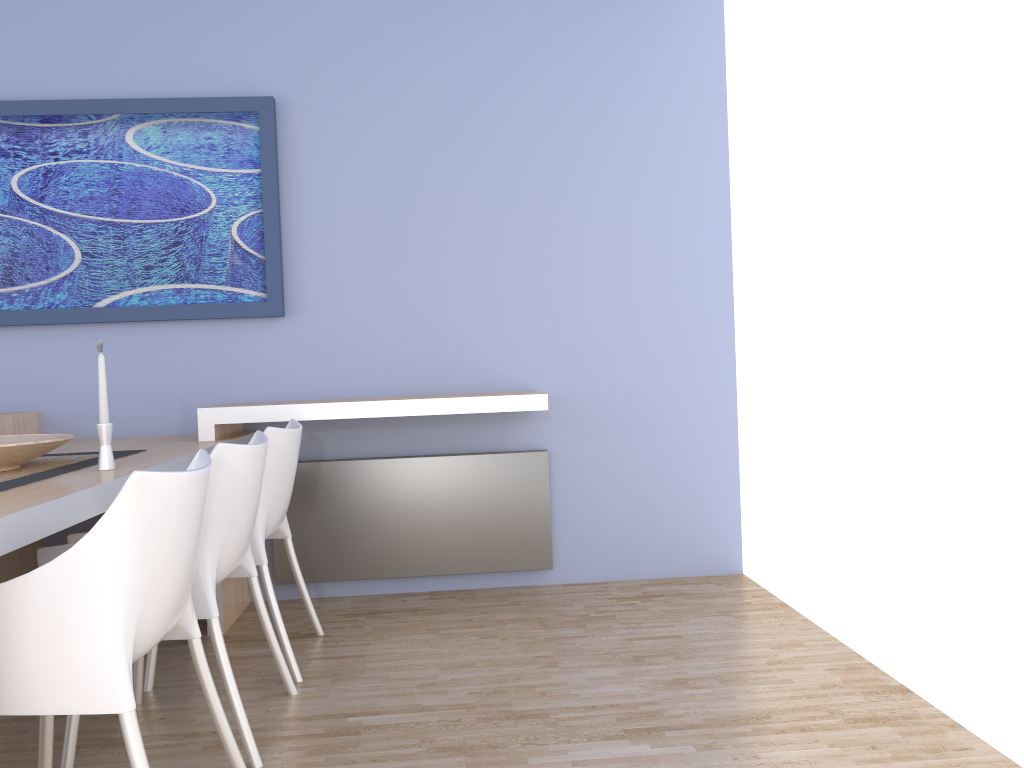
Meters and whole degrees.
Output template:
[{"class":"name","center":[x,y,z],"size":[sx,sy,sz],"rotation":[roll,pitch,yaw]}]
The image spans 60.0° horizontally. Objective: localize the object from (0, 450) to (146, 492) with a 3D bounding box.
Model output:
[{"class":"object","center":[-1.464,0.240,2.421],"size":[0.594,0.005,0.986],"rotation":[-2,1,-5]}]

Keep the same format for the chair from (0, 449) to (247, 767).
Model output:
[{"class":"chair","center":[-0.837,0.553,1.791],"size":[0.486,0.793,0.510],"rotation":[-2,1,-4]}]

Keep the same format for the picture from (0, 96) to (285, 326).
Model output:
[{"class":"picture","center":[-1.589,-0.706,3.626],"size":[1.252,0.901,0.049],"rotation":[-2,1,-4]}]

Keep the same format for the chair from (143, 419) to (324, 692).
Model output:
[{"class":"chair","center":[-0.924,0.531,2.970],"size":[0.486,0.793,0.510],"rotation":[-2,1,-4]}]

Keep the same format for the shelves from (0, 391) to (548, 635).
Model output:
[{"class":"shelves","center":[-1.809,0.531,3.451],"size":[3.901,0.840,0.463],"rotation":[-2,1,-4]}]

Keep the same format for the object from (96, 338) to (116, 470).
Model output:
[{"class":"object","center":[-1.085,0.053,2.356],"size":[0.045,0.349,0.045],"rotation":[-2,1,-4]}]

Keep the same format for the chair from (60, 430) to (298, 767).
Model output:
[{"class":"chair","center":[-0.881,0.542,2.384],"size":[0.486,0.793,0.510],"rotation":[-2,1,-4]}]

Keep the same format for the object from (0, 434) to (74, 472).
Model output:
[{"class":"object","center":[-1.469,0.197,2.422],"size":[0.493,0.081,0.493],"rotation":[-2,1,14]}]

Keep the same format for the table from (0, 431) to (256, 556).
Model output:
[{"class":"table","center":[-1.467,0.598,2.534],"size":[1.002,0.718,2.340],"rotation":[-2,1,-4]}]

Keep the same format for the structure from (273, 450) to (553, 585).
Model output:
[{"class":"structure","center":[-1.753,0.610,3.638],"size":[3.843,0.503,0.064],"rotation":[-2,1,-4]}]
